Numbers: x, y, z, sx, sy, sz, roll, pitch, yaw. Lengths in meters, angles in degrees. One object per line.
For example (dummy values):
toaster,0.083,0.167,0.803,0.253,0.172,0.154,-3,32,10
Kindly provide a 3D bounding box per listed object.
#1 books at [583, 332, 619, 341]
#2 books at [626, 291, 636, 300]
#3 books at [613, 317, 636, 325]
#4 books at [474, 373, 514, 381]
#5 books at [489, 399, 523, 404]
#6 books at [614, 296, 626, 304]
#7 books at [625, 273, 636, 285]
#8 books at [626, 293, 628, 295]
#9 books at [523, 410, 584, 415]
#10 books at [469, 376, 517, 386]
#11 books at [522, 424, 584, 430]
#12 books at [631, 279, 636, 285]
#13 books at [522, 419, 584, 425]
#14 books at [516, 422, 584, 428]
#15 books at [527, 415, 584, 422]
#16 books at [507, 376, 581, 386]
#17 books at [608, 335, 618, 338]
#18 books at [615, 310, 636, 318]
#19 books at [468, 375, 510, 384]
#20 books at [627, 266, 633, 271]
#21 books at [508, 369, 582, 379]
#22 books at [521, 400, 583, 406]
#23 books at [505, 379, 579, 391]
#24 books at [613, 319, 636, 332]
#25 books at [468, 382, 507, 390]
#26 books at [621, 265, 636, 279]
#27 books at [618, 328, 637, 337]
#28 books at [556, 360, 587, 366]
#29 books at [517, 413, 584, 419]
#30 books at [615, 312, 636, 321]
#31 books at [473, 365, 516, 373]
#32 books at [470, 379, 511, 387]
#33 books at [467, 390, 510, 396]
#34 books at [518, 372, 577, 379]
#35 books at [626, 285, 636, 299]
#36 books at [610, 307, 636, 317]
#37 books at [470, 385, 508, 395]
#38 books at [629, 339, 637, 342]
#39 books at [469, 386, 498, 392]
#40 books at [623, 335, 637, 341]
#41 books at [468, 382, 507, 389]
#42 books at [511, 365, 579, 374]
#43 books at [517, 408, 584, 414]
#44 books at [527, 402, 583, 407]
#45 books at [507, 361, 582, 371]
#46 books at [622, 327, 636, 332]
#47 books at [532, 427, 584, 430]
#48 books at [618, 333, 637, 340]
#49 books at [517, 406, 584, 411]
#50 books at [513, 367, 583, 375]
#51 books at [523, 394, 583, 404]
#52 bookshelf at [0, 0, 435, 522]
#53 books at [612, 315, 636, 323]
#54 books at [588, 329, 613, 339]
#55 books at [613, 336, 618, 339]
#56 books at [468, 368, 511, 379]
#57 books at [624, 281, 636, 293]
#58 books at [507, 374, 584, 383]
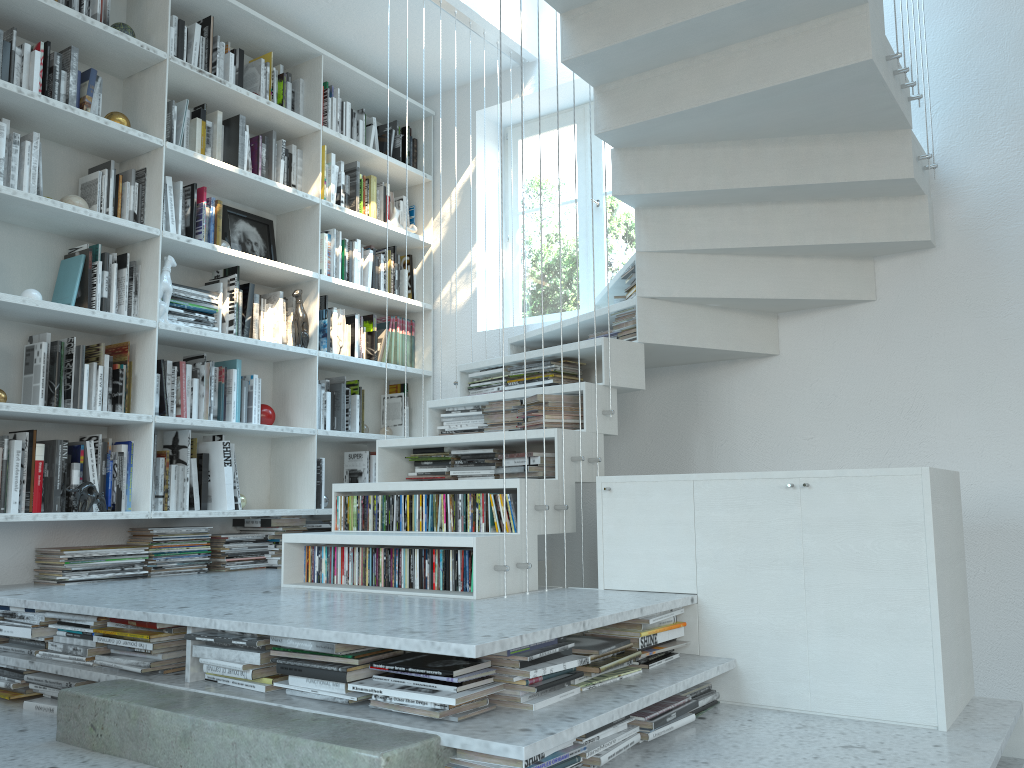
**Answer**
books,0.465,-0.200,3.843,0.192,0.006,0.299,4,-9,-30
books,0.602,-0.350,3.611,0.247,0.015,0.142,0,-8,-8
books,0.572,-0.245,3.627,0.290,0.006,0.149,3,-9,-26
books,-0.026,-0.022,3.921,0.136,0.017,0.298,6,-10,-39
books,0.012,0.078,3.548,0.155,0.009,0.155,-6,-9,34
books,0.559,-0.350,3.870,0.226,0.013,0.284,-2,-8,7
books,0.600,-0.429,3.628,0.250,0.017,0.135,0,-8,-6
books,0.577,-0.363,3.870,0.184,0.013,0.230,0,-8,-1
books,0.176,0.116,3.346,0.232,0.011,0.171,2,-8,-19
books,-0.041,-0.006,3.906,0.162,0.008,0.290,5,-10,-36
books,0.176,0.166,3.340,0.215,0.013,0.189,3,-8,-23
books,0.604,-0.410,3.595,0.212,0.028,0.191,0,-8,-4
books,0.177,0.147,3.340,0.222,0.011,0.180,3,-8,-24
books,0.171,0.158,3.351,0.254,0.007,0.189,4,-9,-28
books,0.182,0.133,3.329,0.214,0.014,0.138,4,-9,-28
books,0.132,-0.003,3.659,0.191,0.014,0.244,6,-10,-42
books,0.476,-0.190,3.849,0.161,0.012,0.254,4,-9,-31
books,0.576,-0.275,3.624,0.266,0.008,0.163,5,-9,-35
books,-0.042,-0.013,3.906,0.168,0.005,0.292,5,-10,-37
books,0.600,-0.457,3.633,0.261,0.016,0.129,0,-8,-5
books,0.138,-0.035,3.670,0.254,0.007,0.177,-7,-10,42
books,0.180,0.076,3.338,0.254,0.005,0.161,3,-8,-23
books,0.133,0.011,3.658,0.182,0.013,0.287,6,-10,-41
books,0.574,-0.232,3.614,0.262,0.023,0.200,4,-9,-28
books,-0.042,0.018,3.902,0.184,0.006,0.262,6,-10,-40
books,0.603,-0.448,3.599,0.283,0.012,0.175,1,-8,-11
books,0.576,-0.204,3.617,0.238,0.018,0.173,4,-9,-28
books,0.154,-0.072,3.691,0.298,0.007,0.134,-8,-10,43
books,0.182,0.123,3.331,0.295,0.006,0.146,2,-8,-21
books,0.565,-0.260,3.641,0.262,0.016,0.132,4,-9,-32
books,-0.038,-0.054,3.914,0.165,0.014,0.236,6,-10,-38
books,-0.043,0.003,3.903,0.171,0.011,0.232,7,-11,-44
books,-0.042,0.047,3.898,0.176,0.009,0.275,6,-10,-42
books,0.145,-0.024,3.676,0.154,0.014,0.197,6,-10,-42
books,0.603,-0.368,3.598,0.250,0.017,0.181,0,-8,-6
books,0.569,-0.281,3.636,0.300,0.007,0.159,4,-9,-30
books,-0.042,0.034,3.900,0.166,0.018,0.264,5,-10,-36
books,0.565,-0.162,3.631,0.210,0.015,0.130,4,-9,-28
books,-0.035,0.024,3.907,0.152,0.005,0.293,7,-11,-43
books,0.576,-0.176,3.614,0.241,0.008,0.168,3,-9,-27
books,-0.044,0.011,3.901,0.170,0.006,0.268,7,-11,-44
books,0.140,-0.054,3.674,0.240,0.009,0.174,-8,-10,43
books,0.182,0.105,3.333,0.295,0.007,0.146,3,-8,-25
books,0.175,0.088,3.351,0.184,0.016,0.179,3,-9,-27
books,0.134,-0.065,3.670,0.191,0.013,0.243,7,-11,-44
books,0.570,-0.215,3.627,0.208,0.008,0.144,5,-9,-35
books,0.174,0.179,3.344,0.206,0.012,0.183,4,-9,-28
books,0.576,-0.188,3.614,0.223,0.015,0.180,4,-9,-31
books,0.182,0.098,3.333,0.295,0.007,0.146,2,-8,-21
books,0.147,-0.043,3.680,0.257,0.011,0.144,-7,-10,41
books,0.177,0.062,3.347,0.234,0.025,0.157,2,-8,-18
bookshelf,-2.332,-0.294,2.325,0.330,3.137,6.303,-5,-9,34
books,0.571,-0.251,3.630,0.285,0.007,0.159,4,-9,-29
books,0.463,-0.211,3.843,0.182,0.016,0.199,5,-9,-34
books,0.466,-0.180,3.841,0.170,0.010,0.233,5,-9,-35
books,-0.046,-0.041,3.906,0.190,0.015,0.230,6,-10,-41
books,0.603,-0.391,3.599,0.256,0.010,0.163,1,-8,-11
books,0.138,-0.013,3.666,0.261,0.009,0.187,-8,-11,44
